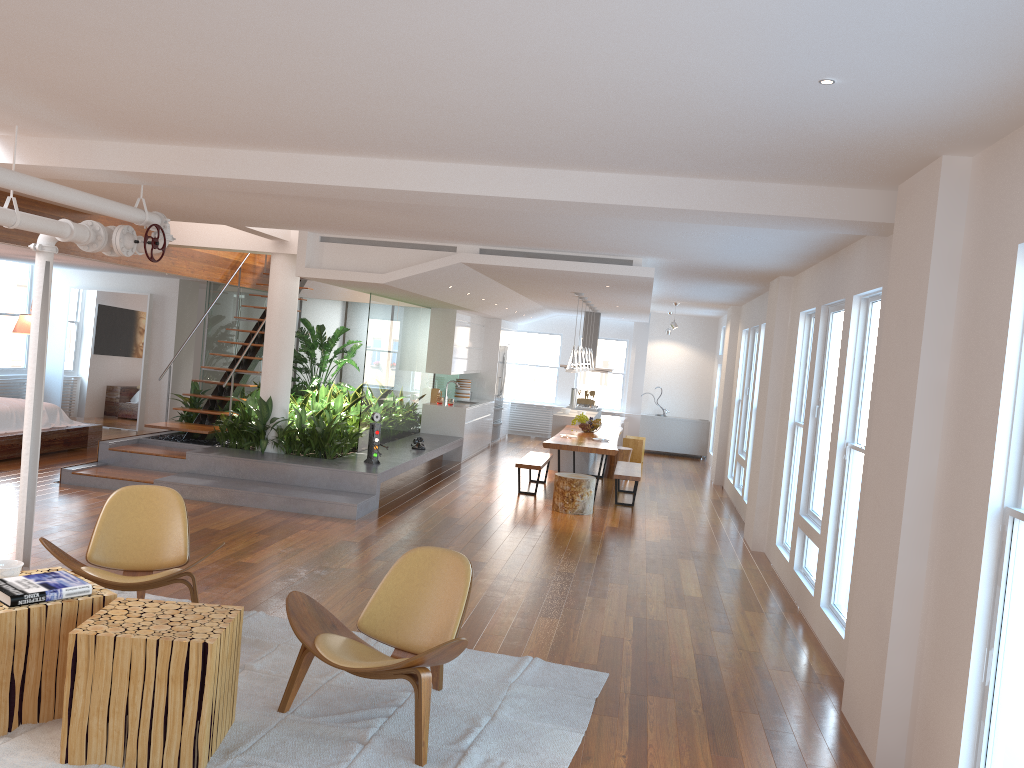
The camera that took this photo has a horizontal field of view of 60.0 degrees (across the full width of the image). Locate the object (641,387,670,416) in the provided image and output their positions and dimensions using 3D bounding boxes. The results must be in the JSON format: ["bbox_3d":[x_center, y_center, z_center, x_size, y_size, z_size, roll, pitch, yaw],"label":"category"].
[{"bbox_3d":[2.787,0.328,17.113,0.590,0.563,0.210,4,2,-20],"label":"object"}]

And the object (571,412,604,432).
[{"bbox_3d":[1.052,0.536,12.314,0.394,0.284,0.292,4,3,-28],"label":"object"}]

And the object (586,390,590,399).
[{"bbox_3d":[1.364,0.263,16.057,0.057,0.299,0.019,6,2,8],"label":"object"}]

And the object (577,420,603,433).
[{"bbox_3d":[1.069,0.602,12.299,0.360,0.159,0.360,4,3,-28],"label":"object"}]

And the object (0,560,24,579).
[{"bbox_3d":[-2.266,0.844,3.956,0.152,0.082,0.152,4,3,-31],"label":"object"}]

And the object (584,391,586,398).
[{"bbox_3d":[1.333,0.259,16.081,0.061,0.299,0.040,6,2,6],"label":"object"}]

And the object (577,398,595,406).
[{"bbox_3d":[1.324,0.338,16.075,0.353,0.157,0.084,6,2,8],"label":"object"}]

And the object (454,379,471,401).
[{"bbox_3d":[-0.843,0.100,15.153,0.267,0.356,0.266,7,3,34],"label":"object"}]

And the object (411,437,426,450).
[{"bbox_3d":[-1.211,0.756,11.391,0.216,0.155,0.181,4,3,-27],"label":"object"}]

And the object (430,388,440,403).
[{"bbox_3d":[-1.200,0.183,13.895,0.104,0.222,0.200,6,2,8],"label":"object"}]

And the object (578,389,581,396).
[{"bbox_3d":[1.216,0.246,16.099,0.055,0.299,0.027,6,2,8],"label":"object"}]

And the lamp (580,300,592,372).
[{"bbox_3d":[1.004,-0.708,12.439,0.160,1.060,0.160,7,3,35],"label":"lamp"}]

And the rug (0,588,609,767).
[{"bbox_3d":[-1.545,1.456,3.671,3.525,0.057,3.478,6,2,13],"label":"rug"}]

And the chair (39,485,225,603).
[{"bbox_3d":[-2.054,1.022,4.976,0.856,0.752,0.867,6,2,13],"label":"chair"}]

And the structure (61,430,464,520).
[{"bbox_3d":[-2.577,0.899,11.421,3.088,0.386,5.584,6,2,8],"label":"structure"}]

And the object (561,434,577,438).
[{"bbox_3d":[0.725,0.670,11.366,0.222,0.020,0.222,3,3,-41],"label":"object"}]

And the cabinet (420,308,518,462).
[{"bbox_3d":[-0.651,-0.040,15.576,0.676,2.280,4.565,6,2,8],"label":"cabinet"}]

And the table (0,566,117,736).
[{"bbox_3d":[-2.142,1.165,3.926,0.548,0.534,0.489,7,3,38],"label":"table"}]

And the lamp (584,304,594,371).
[{"bbox_3d":[1.111,-0.727,13.154,0.160,1.060,0.160,7,3,35],"label":"lamp"}]

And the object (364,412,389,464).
[{"bbox_3d":[-1.462,0.599,9.688,0.318,0.565,0.134,8,3,45],"label":"object"}]

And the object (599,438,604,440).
[{"bbox_3d":[1.134,0.706,11.258,0.070,0.030,0.079,3,3,-38],"label":"object"}]

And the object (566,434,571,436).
[{"bbox_3d":[0.726,0.664,11.366,0.070,0.030,0.079,4,3,-28],"label":"object"}]

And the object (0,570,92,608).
[{"bbox_3d":[-2.050,0.885,3.841,0.279,0.048,0.334,7,3,39],"label":"object"}]

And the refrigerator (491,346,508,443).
[{"bbox_3d":[-0.507,0.160,16.311,0.725,1.772,0.908,6,2,8],"label":"refrigerator"}]

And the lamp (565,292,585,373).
[{"bbox_3d":[0.791,-0.670,11.009,0.160,1.060,0.160,7,3,35],"label":"lamp"}]

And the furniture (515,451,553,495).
[{"bbox_3d":[0.285,1.150,11.430,0.316,0.389,1.433,6,2,8],"label":"furniture"}]

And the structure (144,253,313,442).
[{"bbox_3d":[-2.495,-1.214,12.023,2.552,4.265,4.591,6,2,8],"label":"structure"}]

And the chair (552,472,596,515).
[{"bbox_3d":[0.698,1.235,10.017,0.460,0.400,0.460,6,2,18],"label":"chair"}]

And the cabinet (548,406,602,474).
[{"bbox_3d":[1.089,0.867,14.743,0.597,0.832,2.936,6,2,8],"label":"cabinet"}]

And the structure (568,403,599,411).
[{"bbox_3d":[1.267,0.394,15.634,0.520,0.073,0.650,6,2,8],"label":"structure"}]

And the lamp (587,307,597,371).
[{"bbox_3d":[1.217,-0.745,13.868,0.160,1.060,0.160,7,3,35],"label":"lamp"}]

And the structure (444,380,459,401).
[{"bbox_3d":[-0.990,0.204,14.617,0.248,0.536,0.115,6,2,8],"label":"structure"}]

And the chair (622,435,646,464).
[{"bbox_3d":[2.094,1.139,15.298,0.344,0.430,0.549,6,2,12],"label":"chair"}]

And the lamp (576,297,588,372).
[{"bbox_3d":[0.898,-0.689,11.724,0.160,1.060,0.160,7,3,35],"label":"lamp"}]

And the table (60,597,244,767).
[{"bbox_3d":[-1.470,1.237,3.678,0.548,0.534,0.489,5,2,-3],"label":"table"}]

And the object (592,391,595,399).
[{"bbox_3d":[1.466,0.273,16.062,0.057,0.294,0.030,6,2,8],"label":"object"}]

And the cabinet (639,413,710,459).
[{"bbox_3d":[3.112,1.005,17.126,1.309,0.725,0.420,6,2,8],"label":"cabinet"}]

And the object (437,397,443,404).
[{"bbox_3d":[-1.105,0.257,13.608,0.094,0.106,0.094,6,2,14],"label":"object"}]

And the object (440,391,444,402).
[{"bbox_3d":[-1.152,0.203,14.139,0.100,0.170,0.173,6,2,10],"label":"object"}]

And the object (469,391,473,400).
[{"bbox_3d":[-0.827,0.169,15.543,0.284,0.196,0.265,3,3,-40],"label":"object"}]

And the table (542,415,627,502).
[{"bbox_3d":[1.206,0.999,13.316,0.893,0.704,5.996,6,2,8],"label":"table"}]

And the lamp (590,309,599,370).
[{"bbox_3d":[1.324,-0.764,14.583,0.160,1.060,0.160,7,3,35],"label":"lamp"}]

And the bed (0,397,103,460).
[{"bbox_3d":[-6.627,0.438,10.621,2.314,0.595,2.207,6,2,8],"label":"bed"}]

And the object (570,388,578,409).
[{"bbox_3d":[1.072,0.251,15.196,0.172,0.356,0.120,4,3,-34],"label":"object"}]

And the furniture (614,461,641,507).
[{"bbox_3d":[1.460,1.266,11.258,0.316,0.389,1.433,6,2,8],"label":"furniture"}]

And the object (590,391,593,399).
[{"bbox_3d":[1.427,0.270,16.050,0.068,0.298,0.039,6,2,8],"label":"object"}]

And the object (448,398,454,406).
[{"bbox_3d":[-0.934,0.276,13.536,0.094,0.106,0.094,6,2,14],"label":"object"}]

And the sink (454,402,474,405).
[{"bbox_3d":[-0.821,0.419,14.569,0.449,0.192,0.666,6,2,8],"label":"sink"}]

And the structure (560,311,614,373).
[{"bbox_3d":[1.389,-0.929,15.553,0.909,1.405,0.900,6,2,8],"label":"structure"}]

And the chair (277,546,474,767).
[{"bbox_3d":[-0.534,1.200,4.028,0.867,0.752,0.856,4,3,-32],"label":"chair"}]

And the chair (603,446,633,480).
[{"bbox_3d":[1.565,1.170,13.138,0.396,0.455,0.402,5,2,-2],"label":"chair"}]

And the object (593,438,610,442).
[{"bbox_3d":[1.133,0.713,11.258,0.222,0.020,0.222,5,2,0],"label":"object"}]

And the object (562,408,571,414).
[{"bbox_3d":[0.842,0.423,13.802,0.152,0.082,0.152,3,3,-42],"label":"object"}]

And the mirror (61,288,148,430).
[{"bbox_3d":[-6.209,-0.382,13.483,1.267,2.044,0.049,6,2,8],"label":"mirror"}]

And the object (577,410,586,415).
[{"bbox_3d":[1.069,0.450,13.643,0.152,0.082,0.152,4,3,-31],"label":"object"}]
